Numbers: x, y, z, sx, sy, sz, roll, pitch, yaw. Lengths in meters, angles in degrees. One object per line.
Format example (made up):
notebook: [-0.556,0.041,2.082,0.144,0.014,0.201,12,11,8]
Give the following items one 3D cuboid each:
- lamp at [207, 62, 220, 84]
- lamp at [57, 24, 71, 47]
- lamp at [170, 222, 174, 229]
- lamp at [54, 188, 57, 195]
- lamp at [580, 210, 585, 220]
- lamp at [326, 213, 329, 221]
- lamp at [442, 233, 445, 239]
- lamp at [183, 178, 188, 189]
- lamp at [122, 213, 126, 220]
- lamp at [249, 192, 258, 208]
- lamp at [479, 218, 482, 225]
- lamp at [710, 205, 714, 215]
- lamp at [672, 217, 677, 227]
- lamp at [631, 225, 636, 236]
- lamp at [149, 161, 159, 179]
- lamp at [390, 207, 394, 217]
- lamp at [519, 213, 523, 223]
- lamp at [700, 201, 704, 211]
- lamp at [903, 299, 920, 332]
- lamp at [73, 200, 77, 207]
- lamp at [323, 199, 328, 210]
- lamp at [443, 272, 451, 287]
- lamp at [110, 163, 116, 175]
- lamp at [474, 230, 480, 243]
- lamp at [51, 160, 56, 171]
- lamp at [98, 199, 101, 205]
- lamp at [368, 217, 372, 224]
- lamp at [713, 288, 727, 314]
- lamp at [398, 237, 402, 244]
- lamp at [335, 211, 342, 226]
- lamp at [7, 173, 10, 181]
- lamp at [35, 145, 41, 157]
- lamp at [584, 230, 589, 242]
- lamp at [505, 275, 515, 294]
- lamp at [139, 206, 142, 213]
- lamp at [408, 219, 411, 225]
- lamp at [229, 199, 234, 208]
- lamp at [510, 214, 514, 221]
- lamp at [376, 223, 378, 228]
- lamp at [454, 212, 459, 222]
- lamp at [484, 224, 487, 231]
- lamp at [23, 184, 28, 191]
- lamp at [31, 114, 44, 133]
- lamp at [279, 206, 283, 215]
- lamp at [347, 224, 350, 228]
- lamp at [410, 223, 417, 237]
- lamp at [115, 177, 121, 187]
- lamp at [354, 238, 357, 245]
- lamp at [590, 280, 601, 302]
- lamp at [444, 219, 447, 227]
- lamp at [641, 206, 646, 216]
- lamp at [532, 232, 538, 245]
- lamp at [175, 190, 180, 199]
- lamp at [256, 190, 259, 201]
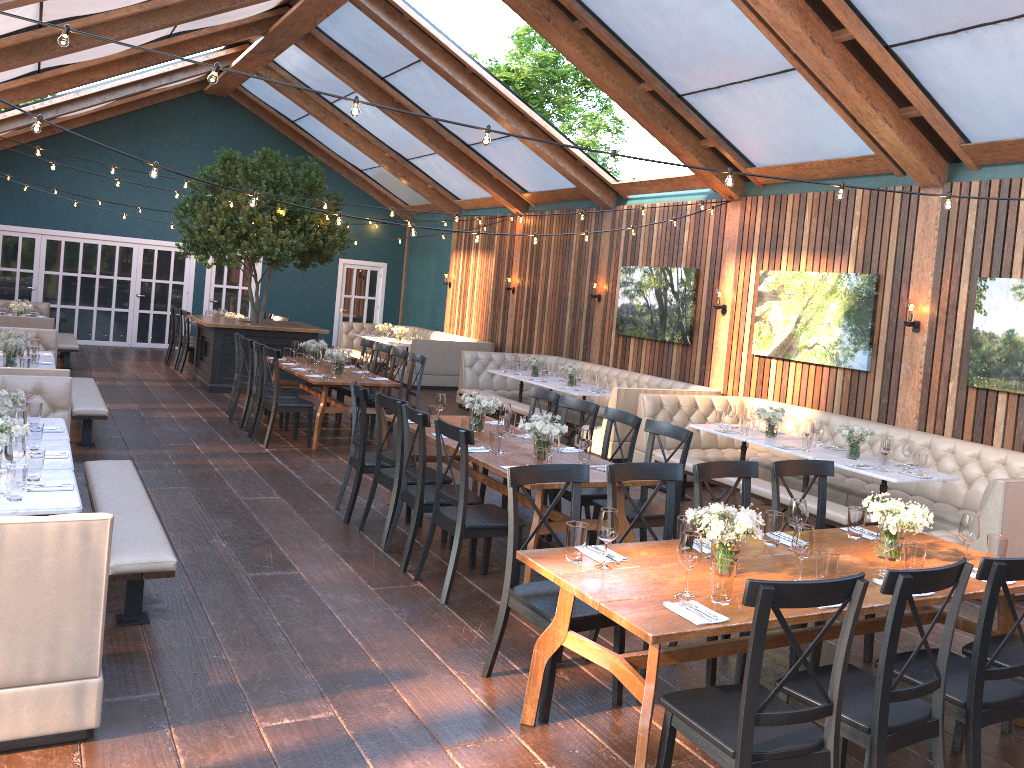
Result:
lamp: [-1.612,-1.683,4.798,0.075,0.114,0.056,6,3,17]
lamp: [-2.343,-1.821,4.627,0.056,0.114,0.076,3,4,-30]
lamp: [-5.700,-2.653,14.845,0.056,0.119,0.060,6,3,8]
lamp: [-7.867,-3.327,15.260,0.056,0.120,0.056,4,3,-14]
lamp: [0.851,-2.038,10.697,0.063,0.118,0.057,3,4,-35]
lamp: [-2.720,-2.471,13.052,0.060,0.119,0.057,2,4,-43]
lamp: [-1.212,-2.615,15.645,0.066,0.117,0.056,8,4,37]
lamp: [-3.608,-2.217,9.788,0.056,0.121,0.056,4,3,-20]
lamp: [-6.406,-2.777,14.634,0.056,0.114,0.074,6,3,14]
lamp: [-1.903,-1.354,6.503,0.056,0.120,0.056,6,3,21]
lamp: [-0.541,-2.790,15.163,0.064,0.118,0.057,4,3,-20]
lamp: [2.426,-2.102,10.719,0.057,0.118,0.062,8,4,44]
lamp: [1.883,-1.874,10.225,0.060,0.119,0.056,5,3,-6]
lamp: [1.331,-1.685,9.722,0.071,0.116,0.056,5,3,-7]
lamp: [-2.403,-1.438,5.942,0.056,0.120,0.057,3,3,-32]
lamp: [-1.389,-1.996,10.266,0.056,0.121,0.056,4,3,-14]
lamp: [0.108,-1.976,10.557,0.056,0.121,0.056,5,3,-8]
lamp: [2.348,-2.196,10.916,0.056,0.121,0.056,5,3,-7]
lamp: [3.874,-0.664,8.576,0.177,0.319,0.147,3,3,-29]
lamp: [-7.140,-2.956,14.471,0.056,0.119,0.060,4,3,-25]
lamp: [-2.133,-2.051,10.109,0.056,0.120,0.056,7,4,36]
lamp: [-1.344,-2.153,18.222,0.177,0.319,0.147,3,3,-29]
lamp: [-4.339,-2.338,9.618,0.056,0.121,0.056,4,3,-17]
lamp: [-0.322,-1.360,8.157,0.056,0.120,0.056,5,3,-10]
lamp: [-5.335,-2.544,10.297,0.056,0.118,0.062,6,3,13]
lamp: [-7.374,-3.255,15.832,0.056,0.120,0.056,4,3,-27]
lamp: [-2.175,-2.510,13.587,0.060,0.119,0.057,5,3,-5]
lamp: [2.577,-1.034,10.974,0.177,0.319,0.147,3,3,-29]
lamp: [-1.965,-2.522,15.536,0.056,0.121,0.056,7,4,39]
lamp: [-1.380,-1.319,7.060,0.056,0.121,0.056,4,3,-30]
lamp: [-8.357,-3.435,14.691,0.056,0.121,0.056,2,4,-45]
lamp: [-5.058,-2.489,9.448,0.056,0.121,0.056,5,3,-4]
lamp: [0.781,-1.537,9.207,0.056,0.120,0.056,5,3,-1]
lamp: [-0.040,-1.781,15.811,0.177,0.319,0.147,3,3,-29]
lamp: [-6.885,-3.231,16.391,0.056,0.120,0.056,5,3,-5]
lamp: [-1.636,-2.573,14.115,0.056,0.117,0.068,3,4,-32]
lamp: [-3.792,-2.443,11.970,0.056,0.121,0.056,8,4,42]
lamp: [0.003,-2.951,15.688,0.056,0.119,0.056,5,3,0]
lamp: [-3.069,-3.607,20.102,0.056,0.120,0.056,8,4,43]
lamp: [-0.652,-1.966,10.432,0.056,0.117,0.067,6,3,24]
lamp: [-0.479,-2.779,15.750,0.073,0.115,0.057,4,3,-23]
lamp: [-7.845,-3.171,14.270,0.059,0.119,0.057,3,4,-35]
lamp: [-2.893,-1.587,5.388,0.056,0.119,0.059,5,3,2]
lamp: [-3.265,-2.453,12.523,0.056,0.120,0.056,5,3,-4]
lamp: [-3.620,-3.504,19.583,0.056,0.120,0.056,5,3,-8]
lamp: [-0.844,-1.322,7.606,0.056,0.120,0.056,4,3,-23]
lamp: [-4.841,-2.480,10.867,0.056,0.120,0.056,7,3,27]
lamp: [-2.724,-2.483,15.429,0.056,0.121,0.056,7,4,37]
lamp: [1.263,-1.409,13.403,0.177,0.319,0.147,3,3,-29]
lamp: [-1.099,-2.667,14.656,0.056,0.120,0.056,8,4,43]
lamp: [1.606,-2.114,10.804,0.056,0.120,0.056,6,3,14]
lamp: [0.232,-1.428,8.682,0.056,0.121,0.056,3,4,-41]
lamp: [-4.326,-2.450,11.428,0.056,0.120,0.057,3,4,-41]
lamp: [-2.870,-2.124,9.958,0.056,0.121,0.056,6,3,12]
